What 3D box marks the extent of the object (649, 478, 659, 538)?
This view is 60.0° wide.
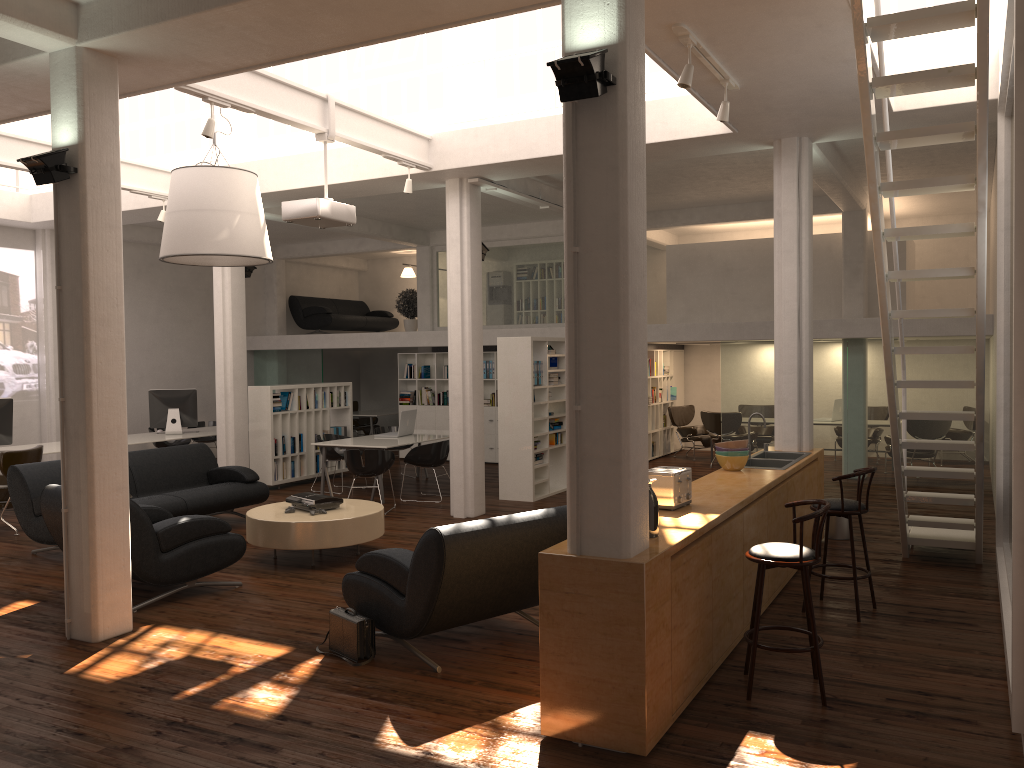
[{"bbox_3d":[0.870,0.814,5.940,0.201,0.400,0.232,-2,2,-41],"label":"object"}]

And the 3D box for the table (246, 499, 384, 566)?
[{"bbox_3d":[-2.360,1.795,10.707,1.616,0.570,1.616,0,2,21],"label":"table"}]

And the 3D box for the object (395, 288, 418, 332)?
[{"bbox_3d":[-2.501,-1.811,22.002,0.793,1.127,0.770,0,2,26],"label":"object"}]

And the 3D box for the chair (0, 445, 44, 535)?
[{"bbox_3d":[-7.225,1.489,12.487,0.991,1.183,0.994,-1,2,3],"label":"chair"}]

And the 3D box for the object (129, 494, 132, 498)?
[{"bbox_3d":[-5.287,1.406,11.557,0.331,0.352,0.586,1,2,43],"label":"object"}]

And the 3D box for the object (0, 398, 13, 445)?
[{"bbox_3d":[-8.305,0.674,13.892,0.886,0.888,0.347,-2,2,-42],"label":"object"}]

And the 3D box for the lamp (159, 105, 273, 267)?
[{"bbox_3d":[-3.781,-3.701,11.222,1.386,4.284,1.386,1,2,42],"label":"lamp"}]

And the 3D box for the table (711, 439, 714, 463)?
[{"bbox_3d":[6.155,1.247,18.851,3.900,0.947,1.040,0,2,28],"label":"table"}]

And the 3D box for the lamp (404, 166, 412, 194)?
[{"bbox_3d":[-1.406,-2.760,12.028,0.136,0.357,0.117,0,2,34],"label":"lamp"}]

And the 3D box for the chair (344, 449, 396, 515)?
[{"bbox_3d":[-2.245,1.481,13.823,0.795,1.004,0.757,-1,2,3],"label":"chair"}]

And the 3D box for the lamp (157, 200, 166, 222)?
[{"bbox_3d":[-5.628,-2.772,14.228,0.136,0.357,0.117,0,2,21],"label":"lamp"}]

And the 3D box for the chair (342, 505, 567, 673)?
[{"bbox_3d":[-0.438,1.588,7.447,1.454,1.130,1.481,-2,2,-41],"label":"chair"}]

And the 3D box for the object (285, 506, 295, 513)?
[{"bbox_3d":[-2.633,1.486,10.518,0.119,0.062,0.193,-1,2,-12],"label":"object"}]

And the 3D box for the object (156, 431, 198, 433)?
[{"bbox_3d":[-6.710,0.961,17.802,0.804,0.032,0.217,-1,2,-17],"label":"object"}]

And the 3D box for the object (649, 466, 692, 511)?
[{"bbox_3d":[1.244,0.827,7.053,0.291,0.296,0.385,0,2,33],"label":"object"}]

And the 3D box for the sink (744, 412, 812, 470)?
[{"bbox_3d":[2.963,0.712,10.080,0.596,0.774,1.757,0,2,28],"label":"sink"}]

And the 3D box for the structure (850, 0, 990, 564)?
[{"bbox_3d":[3.867,-1.313,8.116,0.825,6.780,6.217,0,2,28],"label":"structure"}]

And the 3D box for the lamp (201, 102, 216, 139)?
[{"bbox_3d":[-3.049,-2.643,8.886,0.136,0.357,0.117,0,2,21],"label":"lamp"}]

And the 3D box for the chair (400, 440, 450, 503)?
[{"bbox_3d":[-1.383,1.435,14.943,0.757,1.004,0.795,0,2,23],"label":"chair"}]

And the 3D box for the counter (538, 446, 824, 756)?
[{"bbox_3d":[2.061,1.495,8.360,0.689,1.141,6.858,0,2,28],"label":"counter"}]

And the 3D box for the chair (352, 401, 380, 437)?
[{"bbox_3d":[-4.281,1.081,24.589,0.991,1.183,0.994,0,2,28],"label":"chair"}]

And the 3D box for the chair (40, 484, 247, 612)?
[{"bbox_3d":[-3.790,1.580,9.159,1.454,1.130,1.481,1,2,39],"label":"chair"}]

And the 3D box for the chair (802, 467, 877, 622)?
[{"bbox_3d":[3.030,1.429,8.142,0.592,1.362,0.665,1,2,39],"label":"chair"}]

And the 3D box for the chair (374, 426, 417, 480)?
[{"bbox_3d":[-2.373,1.366,17.634,0.795,1.004,0.757,-2,2,-27],"label":"chair"}]

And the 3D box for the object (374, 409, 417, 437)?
[{"bbox_3d":[-2.147,0.720,16.407,0.557,0.470,0.702,0,2,18],"label":"object"}]

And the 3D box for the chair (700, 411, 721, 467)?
[{"bbox_3d":[4.595,1.145,18.703,0.994,1.183,0.991,1,2,43],"label":"chair"}]

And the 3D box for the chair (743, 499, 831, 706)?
[{"bbox_3d":[1.936,1.501,6.253,0.592,1.362,0.665,0,2,14],"label":"chair"}]

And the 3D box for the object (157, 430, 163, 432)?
[{"bbox_3d":[-7.123,0.951,17.940,0.108,0.052,0.194,-1,2,-16],"label":"object"}]

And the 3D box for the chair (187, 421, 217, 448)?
[{"bbox_3d":[-6.843,1.356,19.874,0.795,1.004,0.757,-1,2,-17],"label":"chair"}]

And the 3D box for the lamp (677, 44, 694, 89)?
[{"bbox_3d":[1.437,-2.635,7.356,0.136,0.357,0.117,0,2,21],"label":"lamp"}]

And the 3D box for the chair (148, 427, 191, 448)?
[{"bbox_3d":[-7.219,1.399,18.608,0.757,1.004,0.795,0,2,28],"label":"chair"}]

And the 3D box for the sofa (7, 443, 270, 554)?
[{"bbox_3d":[-4.909,1.513,12.012,1.467,1.119,3.087,0,2,28],"label":"sofa"}]

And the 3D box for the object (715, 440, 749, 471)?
[{"bbox_3d":[2.283,0.734,9.208,0.299,0.332,0.331,-1,2,-16],"label":"object"}]

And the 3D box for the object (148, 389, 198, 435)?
[{"bbox_3d":[-6.639,0.546,17.387,0.886,0.888,0.347,-1,2,-17],"label":"object"}]

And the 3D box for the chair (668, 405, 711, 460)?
[{"bbox_3d":[4.193,1.098,20.418,0.994,1.183,0.991,-2,2,-42],"label":"chair"}]

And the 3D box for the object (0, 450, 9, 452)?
[{"bbox_3d":[-8.540,1.094,14.238,0.804,0.032,0.217,-2,2,-42],"label":"object"}]

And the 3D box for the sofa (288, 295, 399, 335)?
[{"bbox_3d":[-4.617,-1.851,24.675,1.467,1.119,3.087,0,2,28],"label":"sofa"}]

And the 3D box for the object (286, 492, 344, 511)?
[{"bbox_3d":[-2.394,1.425,10.747,0.471,0.163,0.558,-2,2,-42],"label":"object"}]

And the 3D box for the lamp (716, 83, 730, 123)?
[{"bbox_3d":[2.017,-2.676,8.464,0.136,0.357,0.117,0,2,34],"label":"lamp"}]

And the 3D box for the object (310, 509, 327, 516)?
[{"bbox_3d":[-2.302,1.468,10.381,0.193,0.099,0.231,-2,2,-39],"label":"object"}]

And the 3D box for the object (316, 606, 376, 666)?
[{"bbox_3d":[-1.317,1.987,7.128,0.618,0.376,0.271,1,2,44],"label":"object"}]

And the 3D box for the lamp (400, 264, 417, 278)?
[{"bbox_3d":[-2.012,-3.100,24.001,2.635,0.513,0.447,1,2,37],"label":"lamp"}]

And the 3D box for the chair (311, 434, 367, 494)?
[{"bbox_3d":[-3.152,1.424,16.062,0.757,1.004,0.795,0,2,28],"label":"chair"}]
